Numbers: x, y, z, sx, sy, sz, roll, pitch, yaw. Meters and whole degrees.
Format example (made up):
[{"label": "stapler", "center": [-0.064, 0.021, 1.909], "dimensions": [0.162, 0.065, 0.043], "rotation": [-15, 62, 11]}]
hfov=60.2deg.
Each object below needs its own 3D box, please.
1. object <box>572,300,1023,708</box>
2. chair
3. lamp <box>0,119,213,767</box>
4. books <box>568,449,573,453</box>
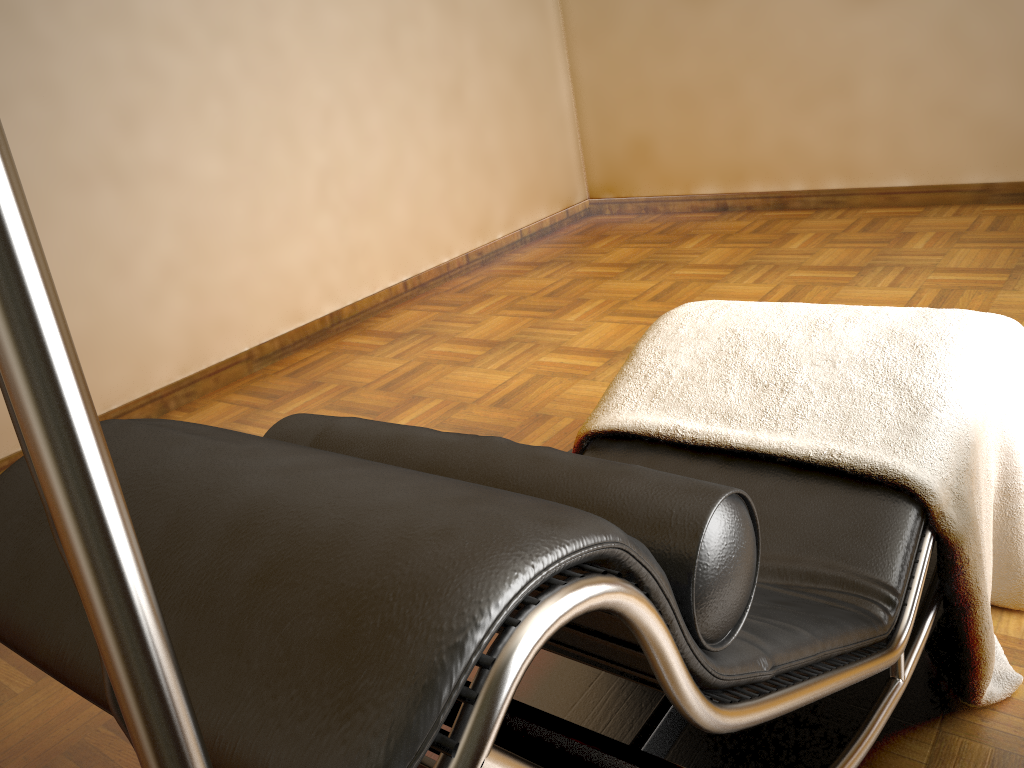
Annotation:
[{"label": "object", "center": [0.646, 0.080, 1.746], "dimensions": [0.920, 0.508, 0.929], "rotation": [6, 25, 38]}, {"label": "chair", "center": [0.295, 0.146, 1.325], "dimensions": [0.637, 0.778, 1.829], "rotation": [4, 25, 37]}, {"label": "lamp", "center": [0.100, -0.235, 0.919], "dimensions": [0.453, 1.919, 1.444], "rotation": [5, 23, 41]}, {"label": "books", "center": [0.196, 0.230, 2.169], "dimensions": [0.266, 0.019, 0.193], "rotation": [9, 28, 41]}]
